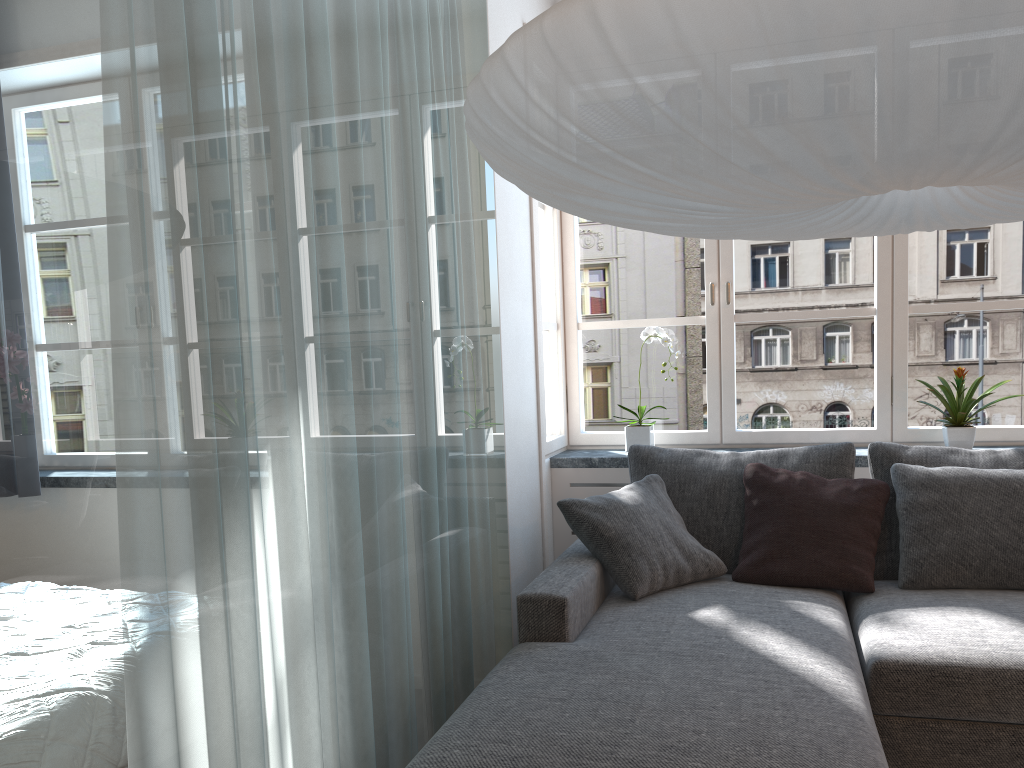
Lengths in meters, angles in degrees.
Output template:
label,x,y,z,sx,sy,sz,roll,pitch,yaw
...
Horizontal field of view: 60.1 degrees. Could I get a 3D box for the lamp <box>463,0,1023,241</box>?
label,x,y,z,sx,sy,sz,roll,pitch,yaw
lamp,0.658,-0.386,1.446,1.465,0.211,1.468,-3,2,-36

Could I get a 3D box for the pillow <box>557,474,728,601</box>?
label,x,y,z,sx,sy,sz,roll,pitch,yaw
pillow,0.454,0.522,3.068,0.513,0.362,0.346,-4,4,-34

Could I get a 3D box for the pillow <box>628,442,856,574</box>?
label,x,y,z,sx,sy,sz,roll,pitch,yaw
pillow,0.828,0.464,3.262,0.836,0.481,0.273,-1,5,17

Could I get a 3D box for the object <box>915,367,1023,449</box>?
label,x,y,z,sx,sy,sz,roll,pitch,yaw
object,1.762,0.095,3.419,0.376,0.330,0.321,-3,4,-8

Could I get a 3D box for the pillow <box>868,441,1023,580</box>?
label,x,y,z,sx,sy,sz,roll,pitch,yaw
pillow,1.663,0.436,3.018,0.839,0.478,0.275,-1,5,17

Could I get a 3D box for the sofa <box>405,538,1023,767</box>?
label,x,y,z,sx,sy,sz,roll,pitch,yaw
sofa,1.472,0.782,2.202,3.068,0.676,2.028,-2,2,17

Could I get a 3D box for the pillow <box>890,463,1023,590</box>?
label,x,y,z,sx,sy,sz,roll,pitch,yaw
pillow,1.609,0.467,2.889,0.667,0.400,0.290,-1,4,17

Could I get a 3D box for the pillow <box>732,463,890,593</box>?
label,x,y,z,sx,sy,sz,roll,pitch,yaw
pillow,1.028,0.486,3.041,0.521,0.406,0.309,-1,4,19
